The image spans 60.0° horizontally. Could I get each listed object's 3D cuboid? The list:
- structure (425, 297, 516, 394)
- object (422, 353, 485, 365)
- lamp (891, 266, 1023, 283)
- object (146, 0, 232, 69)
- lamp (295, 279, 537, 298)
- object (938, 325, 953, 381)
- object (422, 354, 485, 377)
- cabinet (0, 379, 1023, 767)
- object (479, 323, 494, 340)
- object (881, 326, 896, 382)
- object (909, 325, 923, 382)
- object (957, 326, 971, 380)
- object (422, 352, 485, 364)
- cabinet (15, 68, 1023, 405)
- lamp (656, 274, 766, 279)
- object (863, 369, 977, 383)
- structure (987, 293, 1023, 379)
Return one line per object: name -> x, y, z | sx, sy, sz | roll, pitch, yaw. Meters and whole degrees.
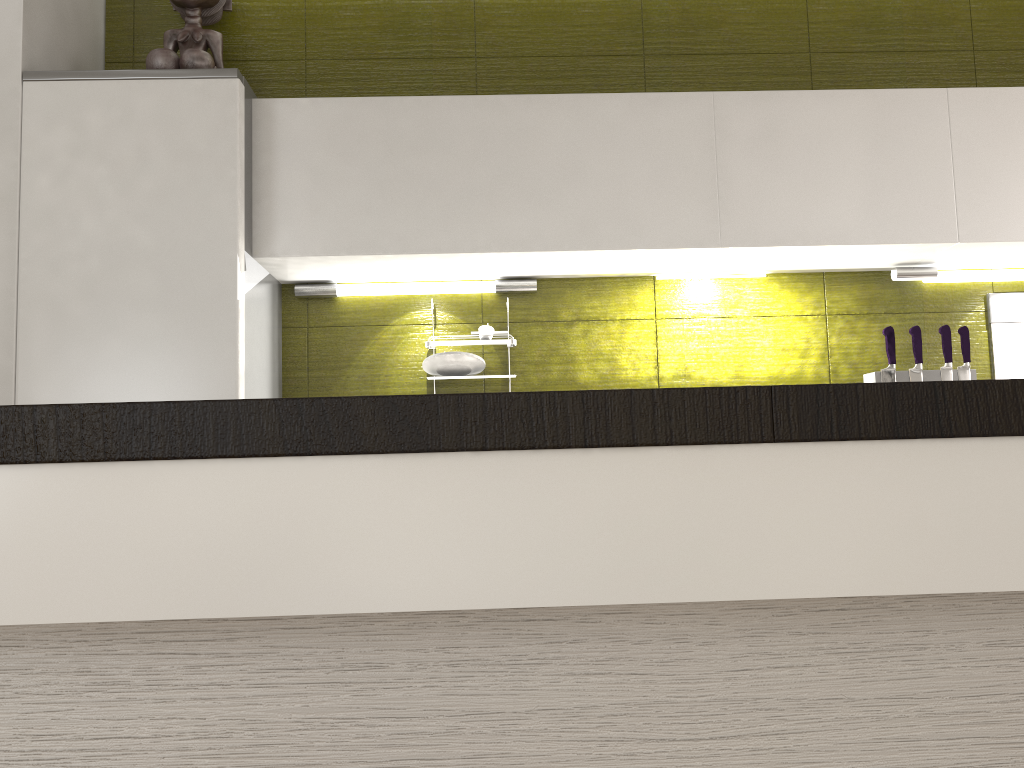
structure -> -0.119, -0.087, 2.592 | 0.266, 0.346, 0.110 | -1, -5, -2
object -> -0.167, -0.053, 2.554 | 0.181, 0.052, 0.173 | -1, -5, -2
lamp -> 1.490, -0.333, 2.672 | 0.716, 0.041, 0.095 | -1, -5, -2
object -> -0.928, -1.007, 2.535 | 0.195, 0.488, 0.304 | -1, -5, -4
lamp -> -0.284, -0.285, 2.644 | 0.715, 0.041, 0.041 | -1, -5, -2
object -> 1.241, -0.049, 2.532 | 0.036, 0.243, 0.013 | -1, -5, -2
object -> -0.167, -0.050, 2.553 | 0.181, 0.052, 0.173 | -1, -5, -2
cabinet -> 0.244, 0.597, 1.097 | 2.947, 1.134, 0.663 | -1, -5, -2
object -> -0.077, -0.148, 2.609 | 0.046, 0.053, 0.051 | -5, -6, 30
object -> 1.074, 0.003, 2.523 | 0.046, 0.339, 0.013 | -1, -5, -2
object -> 1.153, -0.036, 2.528 | 0.042, 0.264, 0.013 | -1, -5, -2
object -> 1.292, -0.052, 2.534 | 0.040, 0.231, 0.013 | -1, -5, -2
object -> -0.167, -0.056, 2.555 | 0.181, 0.052, 0.173 | -1, -5, -2
cabinet -> 0.532, 0.244, 2.528 | 3.471, 2.089, 0.724 | -1, -5, -2
lamp -> 0.604, -0.325, 2.689 | 0.334, 0.008, 0.008 | -1, -5, -2
object -> 1.182, 0.077, 2.559 | 0.293, 0.227, 0.107 | -1, -5, -2
structure -> 1.788, -0.051, 2.688 | 0.663, 0.469, 0.015 | -1, -5, -2
